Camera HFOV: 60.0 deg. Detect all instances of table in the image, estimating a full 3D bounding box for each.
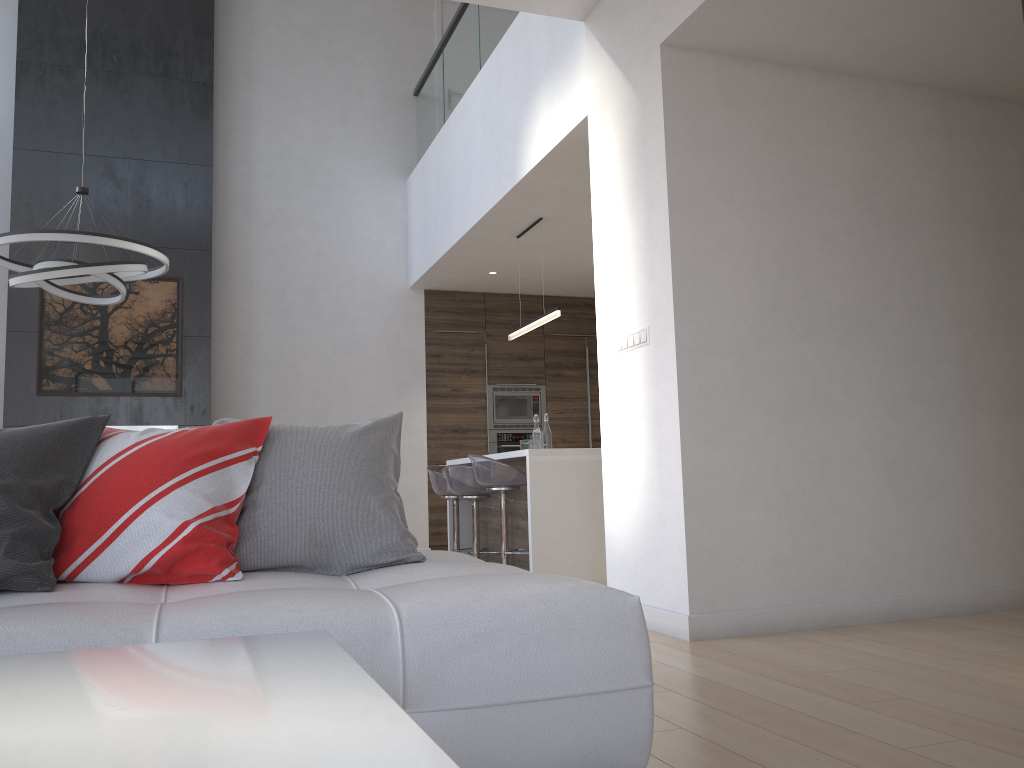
[{"bbox_3d":[-0.575,0.474,0.470,1.091,0.435,1.091,1,-7,-20],"label":"table"}]

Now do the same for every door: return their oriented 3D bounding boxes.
[{"bbox_3d":[-0.272,-2.786,8.791,0.974,2.136,0.085,1,-7,-20],"label":"door"}]

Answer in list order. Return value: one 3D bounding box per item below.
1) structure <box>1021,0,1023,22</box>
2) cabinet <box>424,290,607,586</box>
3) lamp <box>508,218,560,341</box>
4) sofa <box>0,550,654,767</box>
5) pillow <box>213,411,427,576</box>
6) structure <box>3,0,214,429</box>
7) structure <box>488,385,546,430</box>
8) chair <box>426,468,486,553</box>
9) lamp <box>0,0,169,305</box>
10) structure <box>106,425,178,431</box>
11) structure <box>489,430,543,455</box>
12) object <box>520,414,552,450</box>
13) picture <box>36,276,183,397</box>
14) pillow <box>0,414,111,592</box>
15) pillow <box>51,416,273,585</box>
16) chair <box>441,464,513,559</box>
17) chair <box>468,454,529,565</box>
[{"bbox_3d":[4.126,-1.415,2.377,4.190,4.339,2.823,1,-7,-20],"label":"structure"},{"bbox_3d":[0.969,0.089,6.409,2.402,2.501,4.694,1,-7,-20],"label":"cabinet"},{"bbox_3d":[0.136,-0.770,6.414,0.020,0.756,0.998,1,-7,-20],"label":"lamp"},{"bbox_3d":[-1.303,0.435,1.138,3.424,0.732,2.614,1,-7,-20],"label":"sofa"},{"bbox_3d":[-1.469,0.222,1.627,2.953,0.453,0.647,2,-8,-32],"label":"pillow"},{"bbox_3d":[-3.223,-1.631,7.205,1.500,6.351,0.722,1,-7,-20],"label":"structure"},{"bbox_3d":[-0.023,0.255,8.741,0.595,0.430,0.459,1,-7,-20],"label":"structure"},{"bbox_3d":[-0.415,1.014,6.605,0.434,0.787,0.475,-2,-7,-2],"label":"chair"},{"bbox_3d":[-2.669,-2.759,5.596,1.000,4.513,1.000,0,-7,-18],"label":"lamp"},{"bbox_3d":[-3.216,0.528,7.115,1.010,0.651,0.295,1,-7,-20],"label":"structure"},{"bbox_3d":[-0.002,0.750,8.666,0.595,0.570,0.495,1,-7,-20],"label":"structure"},{"bbox_3d":[0.130,0.329,5.948,0.148,0.267,0.323,-6,-8,35],"label":"object"},{"bbox_3d":[-3.195,-0.397,7.086,1.056,0.990,0.026,1,-7,-20],"label":"picture"},{"bbox_3d":[-1.975,0.259,1.787,2.120,0.436,0.608,1,-7,-24],"label":"pillow"},{"bbox_3d":[-1.670,0.290,1.901,2.250,0.449,0.575,1,-7,-22],"label":"pillow"},{"bbox_3d":[-0.247,0.948,6.083,0.475,0.787,0.434,-6,-8,33],"label":"chair"},{"bbox_3d":[-0.048,0.852,5.527,0.434,0.838,0.475,1,-7,-22],"label":"chair"}]
